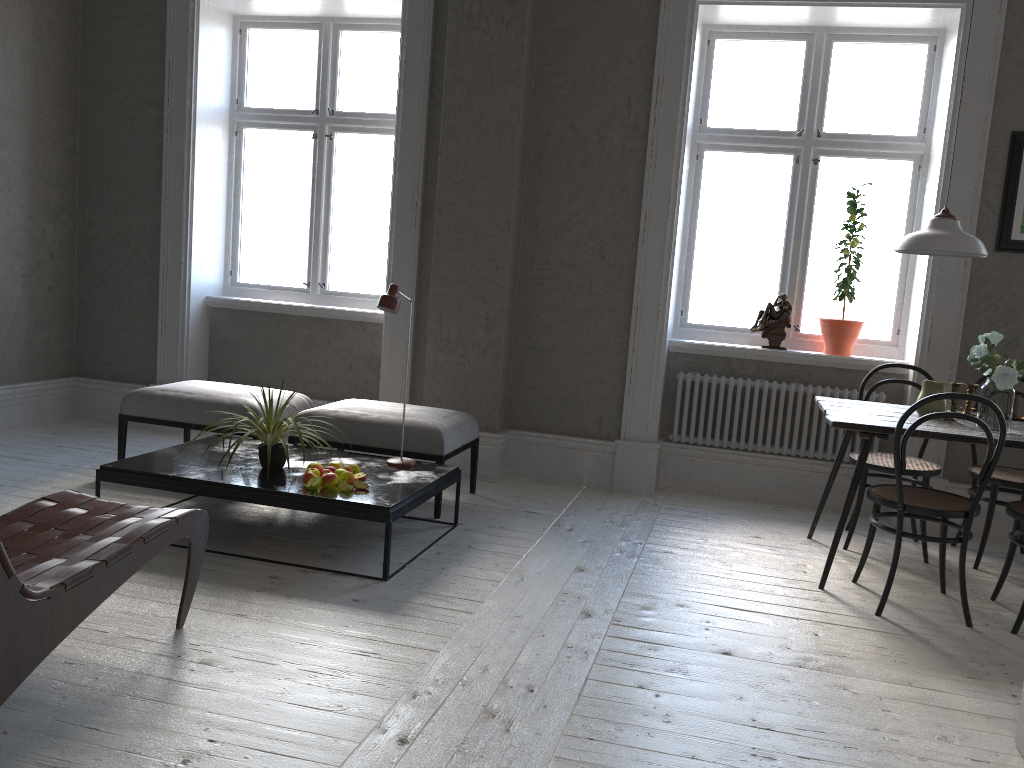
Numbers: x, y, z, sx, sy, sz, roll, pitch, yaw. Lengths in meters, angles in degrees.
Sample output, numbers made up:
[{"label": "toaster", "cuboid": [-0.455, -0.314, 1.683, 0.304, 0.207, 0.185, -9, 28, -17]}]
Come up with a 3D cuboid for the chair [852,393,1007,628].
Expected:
[{"label": "chair", "cuboid": [1.677, 0.461, 3.586, 0.434, 0.920, 0.554, 6, 7, 11]}]

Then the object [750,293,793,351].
[{"label": "object", "cuboid": [1.521, -0.373, 5.200, 0.234, 0.329, 0.121, 6, 7, 14]}]

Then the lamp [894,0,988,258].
[{"label": "lamp", "cuboid": [1.937, -1.481, 3.752, 0.387, 1.858, 0.371, -1, 9, -39]}]

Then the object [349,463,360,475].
[{"label": "object", "cuboid": [-0.689, 0.373, 3.844, 0.060, 0.055, 0.067, 2, 7, -19]}]

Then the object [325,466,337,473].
[{"label": "object", "cuboid": [-0.769, 0.377, 3.750, 0.060, 0.056, 0.058, 5, 7, 0]}]

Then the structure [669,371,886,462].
[{"label": "structure", "cuboid": [1.544, 0.194, 5.153, 1.213, 0.428, 0.150, 6, 7, 10]}]

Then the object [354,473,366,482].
[{"label": "object", "cuboid": [-0.647, 0.398, 3.733, 0.065, 0.039, 0.065, 7, 7, 19]}]

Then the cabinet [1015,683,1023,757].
[{"label": "cabinet", "cuboid": [3.334, 0.765, 2.469, 4.276, 0.854, 1.951, 0, 8, -30]}]

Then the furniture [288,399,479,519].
[{"label": "furniture", "cuboid": [-0.658, 0.353, 4.665, 0.820, 0.475, 0.589, 6, 7, 13]}]

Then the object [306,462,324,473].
[{"label": "object", "cuboid": [-0.837, 0.365, 3.760, 0.069, 0.066, 0.072, 8, 8, 28]}]

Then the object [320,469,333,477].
[{"label": "object", "cuboid": [-0.771, 0.384, 3.683, 0.058, 0.058, 0.057, 5, 7, 4]}]

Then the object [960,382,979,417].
[{"label": "object", "cuboid": [2.123, 0.070, 4.112, 0.096, 0.172, 0.095, 4, 7, -5]}]

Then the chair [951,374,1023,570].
[{"label": "chair", "cuboid": [2.474, 0.429, 4.372, 0.434, 0.920, 0.554, 6, 7, 11]}]

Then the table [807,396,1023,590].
[{"label": "table", "cuboid": [2.318, 0.566, 3.919, 1.902, 0.734, 0.913, 6, 7, 13]}]

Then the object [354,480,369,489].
[{"label": "object", "cuboid": [-0.618, 0.413, 3.638, 0.060, 0.036, 0.049, 8, 8, 24]}]

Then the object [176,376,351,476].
[{"label": "object", "cuboid": [-1.022, 0.173, 3.812, 0.650, 0.420, 0.746, 9, 8, 31]}]

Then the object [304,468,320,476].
[{"label": "object", "cuboid": [-0.833, 0.375, 3.690, 0.062, 0.063, 0.061, -2, 10, -44]}]

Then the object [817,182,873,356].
[{"label": "object", "cuboid": [1.923, -0.659, 5.080, 0.276, 0.991, 0.264, -1, 9, -37]}]

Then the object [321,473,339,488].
[{"label": "object", "cuboid": [-0.744, 0.392, 3.611, 0.073, 0.064, 0.076, 11, 10, 44]}]

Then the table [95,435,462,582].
[{"label": "table", "cuboid": [-0.991, 0.513, 3.957, 1.298, 0.302, 0.857, 6, 7, 13]}]

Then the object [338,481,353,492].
[{"label": "object", "cuboid": [-0.673, 0.414, 3.588, 0.065, 0.037, 0.048, 10, 9, 40]}]

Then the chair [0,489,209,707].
[{"label": "chair", "cuboid": [-1.377, 0.448, 2.498, 0.503, 0.720, 1.027, 6, 7, 14]}]

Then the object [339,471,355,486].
[{"label": "object", "cuboid": [-0.682, 0.392, 3.659, 0.064, 0.062, 0.059, 4, 7, -5]}]

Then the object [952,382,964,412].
[{"label": "object", "cuboid": [2.038, 0.069, 4.068, 0.061, 0.172, 0.063, 9, 8, 35]}]

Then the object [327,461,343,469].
[{"label": "object", "cuboid": [-0.760, 0.364, 3.815, 0.069, 0.066, 0.068, 7, 7, 18]}]

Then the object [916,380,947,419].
[{"label": "object", "cuboid": [1.905, 0.064, 4.027, 0.138, 0.170, 0.147, 1, 8, -25]}]

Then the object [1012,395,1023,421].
[{"label": "object", "cuboid": [2.390, 0.110, 4.207, 0.140, 0.112, 0.139, 4, 7, -4]}]

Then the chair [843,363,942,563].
[{"label": "chair", "cuboid": [1.938, 0.371, 4.486, 0.432, 0.920, 0.557, 7, 7, 21]}]

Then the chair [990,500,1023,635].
[{"label": "chair", "cuboid": [2.192, 0.517, 3.477, 0.432, 0.920, 0.557, 7, 7, 21]}]

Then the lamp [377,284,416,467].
[{"label": "lamp", "cuboid": [-0.532, -0.036, 4.061, 0.257, 0.839, 0.135, -2, 9, -41]}]

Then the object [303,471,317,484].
[{"label": "object", "cuboid": [-0.826, 0.386, 3.630, 0.055, 0.058, 0.058, 10, 9, 38]}]

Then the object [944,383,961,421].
[{"label": "object", "cuboid": [1.971, 0.080, 3.957, 0.058, 0.167, 0.060, 8, 8, 27]}]

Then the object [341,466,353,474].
[{"label": "object", "cuboid": [-0.706, 0.378, 3.773, 0.058, 0.058, 0.057, 4, 7, -4]}]

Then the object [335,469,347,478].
[{"label": "object", "cuboid": [-0.714, 0.385, 3.711, 0.062, 0.058, 0.060, 0, 8, -32]}]

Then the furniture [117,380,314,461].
[{"label": "furniture", "cuboid": [-1.606, 0.249, 4.874, 0.820, 0.475, 0.589, 6, 7, 13]}]

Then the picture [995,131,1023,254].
[{"label": "picture", "cuboid": [2.811, -0.974, 4.561, 0.516, 0.619, 0.020, 6, 7, 12]}]

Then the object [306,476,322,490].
[{"label": "object", "cuboid": [-0.796, 0.399, 3.567, 0.059, 0.053, 0.059, 7, 7, 20]}]

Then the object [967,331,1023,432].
[{"label": "object", "cuboid": [2.048, -0.012, 3.737, 0.249, 0.414, 0.314, 6, 7, 12]}]
